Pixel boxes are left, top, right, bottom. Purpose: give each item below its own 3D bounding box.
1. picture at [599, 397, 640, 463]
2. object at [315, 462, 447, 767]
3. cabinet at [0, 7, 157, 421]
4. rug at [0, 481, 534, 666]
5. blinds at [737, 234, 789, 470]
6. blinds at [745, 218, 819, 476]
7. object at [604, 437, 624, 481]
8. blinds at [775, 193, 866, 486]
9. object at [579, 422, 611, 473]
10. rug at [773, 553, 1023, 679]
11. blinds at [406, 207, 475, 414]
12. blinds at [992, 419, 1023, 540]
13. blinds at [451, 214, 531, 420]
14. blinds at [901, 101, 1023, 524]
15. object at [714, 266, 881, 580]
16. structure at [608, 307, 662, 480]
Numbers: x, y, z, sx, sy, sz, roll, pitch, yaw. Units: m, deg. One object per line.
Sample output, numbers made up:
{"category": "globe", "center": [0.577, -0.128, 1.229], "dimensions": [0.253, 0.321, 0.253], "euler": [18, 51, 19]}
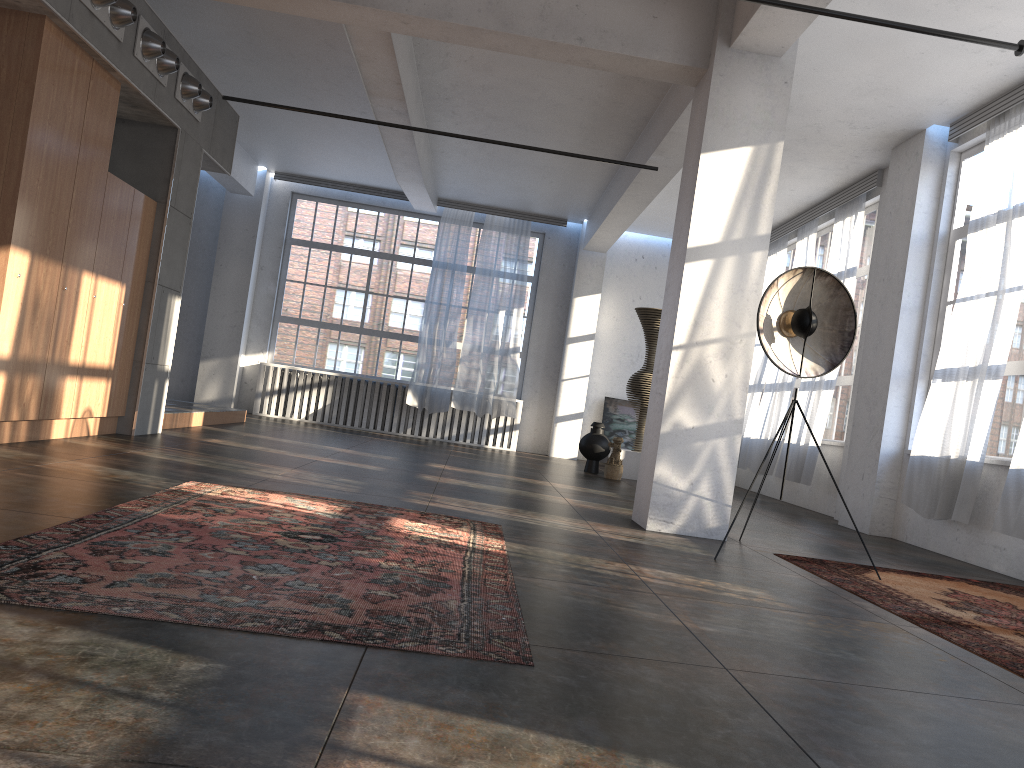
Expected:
{"category": "picture", "center": [2.195, 0.876, 15.033], "dimensions": [1.439, 1.141, 0.303], "euler": [8, -1, -7]}
{"category": "object", "center": [-9.499, -0.391, 4.234], "dimensions": [27.299, 0.001, 19.680], "euler": [8, -2, -4]}
{"category": "cabinet", "center": [-7.142, -1.603, 6.321], "dimensions": [8.136, 2.562, 2.371], "euler": [8, -1, -5]}
{"category": "rug", "center": [-0.917, 0.683, 3.869], "dimensions": [1.861, 0.029, 2.876], "euler": [8, -2, -3]}
{"category": "blinds", "center": [3.688, -0.559, 13.292], "dimensions": [0.341, 3.696, 1.030], "euler": [8, -1, -6]}
{"category": "blinds", "center": [3.752, -0.572, 12.106], "dimensions": [0.316, 3.712, 1.021], "euler": [8, -1, -4]}
{"category": "object", "center": [1.308, 0.975, 11.242], "dimensions": [0.235, 0.600, 0.224], "euler": [8, -1, 24]}
{"category": "blinds", "center": [3.804, -0.598, 10.770], "dimensions": [0.362, 3.674, 1.028], "euler": [8, -1, -3]}
{"category": "object", "center": [1.130, 0.867, 12.094], "dimensions": [0.453, 0.693, 0.433], "euler": [9, -1, -39]}
{"category": "rug", "center": [2.726, 1.240, 4.496], "dimensions": [1.822, 0.009, 3.119], "euler": [8, -2, -4]}
{"category": "blinds", "center": [-1.125, -1.271, 14.463], "dimensions": [0.695, 3.558, 0.874], "euler": [8, -1, -4]}
{"category": "blinds", "center": [3.990, -0.696, 6.020], "dimensions": [0.362, 3.674, 1.028], "euler": [8, -1, -3]}
{"category": "blinds", "center": [-0.221, -1.178, 14.402], "dimensions": [1.061, 3.500, 0.996], "euler": [8, -1, -3]}
{"category": "blinds", "center": [3.951, -0.664, 7.519], "dimensions": [0.316, 3.712, 1.021], "euler": [8, -1, -4]}
{"category": "object", "center": [1.827, 0.189, 5.885], "dimensions": [1.059, 1.919, 1.176], "euler": [8, -1, -4]}
{"category": "structure", "center": [1.844, 0.159, 12.150], "dimensions": [0.679, 2.326, 0.748], "euler": [8, -1, -4]}
